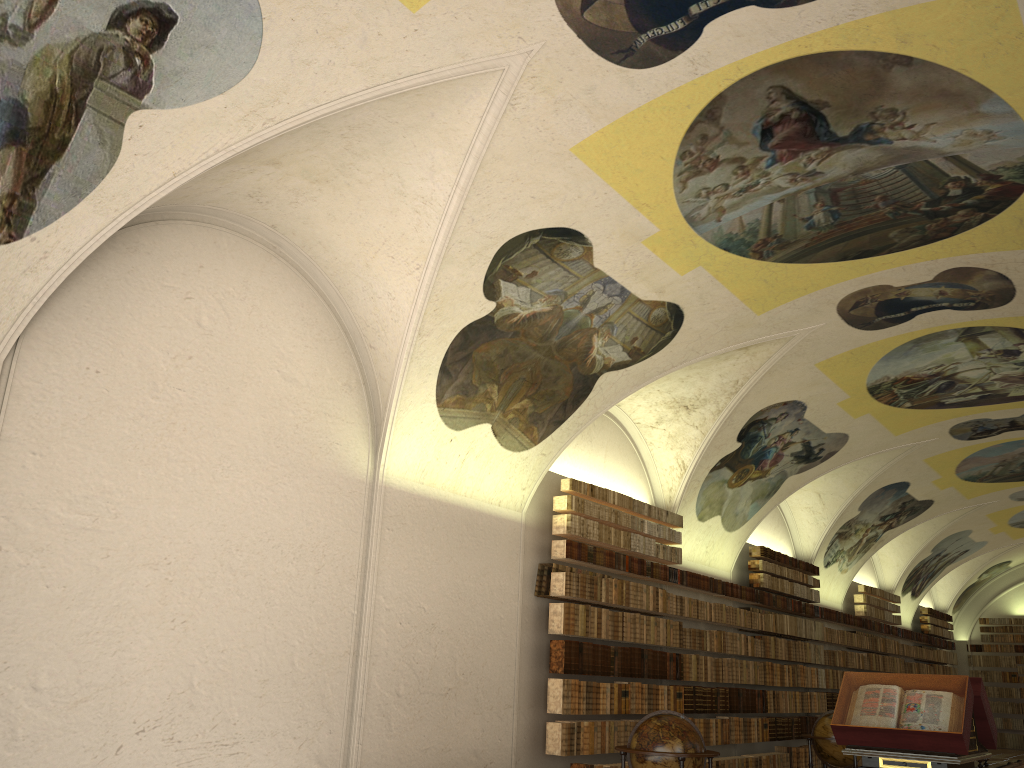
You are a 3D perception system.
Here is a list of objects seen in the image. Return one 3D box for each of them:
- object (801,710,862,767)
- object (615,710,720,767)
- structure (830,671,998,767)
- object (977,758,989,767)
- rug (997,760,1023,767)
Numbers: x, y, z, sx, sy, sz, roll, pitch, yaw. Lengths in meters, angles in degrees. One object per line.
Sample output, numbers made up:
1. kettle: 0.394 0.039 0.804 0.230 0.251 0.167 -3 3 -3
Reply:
1. object: 5.892 6.635 15.967 1.280 1.440 1.285 7 -18 -14
2. object: 1.903 4.766 10.877 1.279 1.440 1.286 3 -18 0
3. structure: 4.336 4.115 9.404 1.247 1.970 1.899 -10 -22 35
4. object: 12.398 9.687 24.281 1.279 1.440 1.286 6 -18 -10
5. rug: 10.355 7.767 16.618 4.712 0.064 37.055 -11 -22 35
